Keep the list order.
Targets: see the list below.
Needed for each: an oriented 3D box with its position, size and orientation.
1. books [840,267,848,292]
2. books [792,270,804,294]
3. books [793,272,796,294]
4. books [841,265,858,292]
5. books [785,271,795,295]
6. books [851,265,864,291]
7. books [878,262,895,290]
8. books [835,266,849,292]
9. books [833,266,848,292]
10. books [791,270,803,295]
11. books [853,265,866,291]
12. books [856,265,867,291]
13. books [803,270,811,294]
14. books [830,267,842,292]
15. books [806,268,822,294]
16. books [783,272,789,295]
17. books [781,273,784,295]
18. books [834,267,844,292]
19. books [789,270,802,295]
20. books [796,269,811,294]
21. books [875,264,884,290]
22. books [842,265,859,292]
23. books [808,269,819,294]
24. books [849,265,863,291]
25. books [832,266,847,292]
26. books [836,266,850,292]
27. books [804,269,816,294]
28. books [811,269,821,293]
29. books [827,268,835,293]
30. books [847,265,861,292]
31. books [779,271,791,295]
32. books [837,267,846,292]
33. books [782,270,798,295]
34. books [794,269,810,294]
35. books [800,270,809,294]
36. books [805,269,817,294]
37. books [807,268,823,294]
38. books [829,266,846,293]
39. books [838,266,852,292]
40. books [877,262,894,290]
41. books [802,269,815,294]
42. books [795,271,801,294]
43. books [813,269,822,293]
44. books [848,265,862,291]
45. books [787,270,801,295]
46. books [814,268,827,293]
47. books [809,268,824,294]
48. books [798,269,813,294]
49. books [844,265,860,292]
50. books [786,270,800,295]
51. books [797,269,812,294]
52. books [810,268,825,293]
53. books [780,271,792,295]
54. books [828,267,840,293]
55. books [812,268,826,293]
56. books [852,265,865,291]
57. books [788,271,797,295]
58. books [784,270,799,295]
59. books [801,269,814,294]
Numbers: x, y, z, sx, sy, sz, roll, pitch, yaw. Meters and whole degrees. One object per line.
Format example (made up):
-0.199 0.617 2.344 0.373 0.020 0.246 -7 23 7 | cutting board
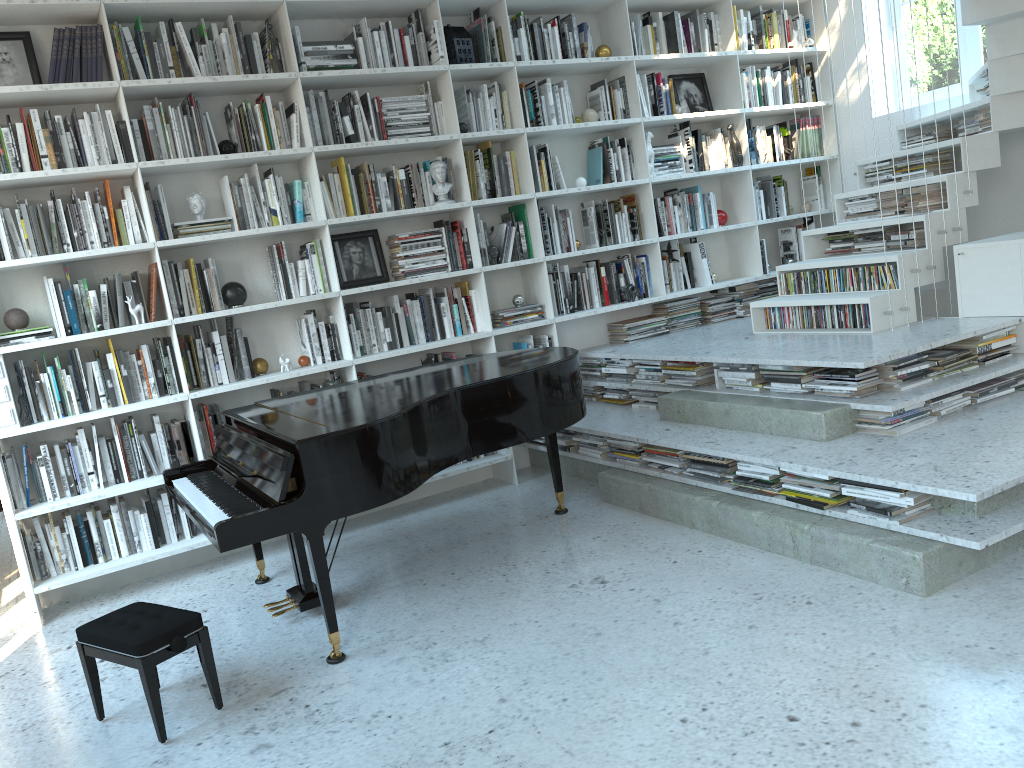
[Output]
1.833 -0.572 4.817 0.125 0.125 0.013 -14 10 -27 | books
1.668 -0.589 5.119 0.125 0.125 0.007 -14 10 -27 | books
1.672 -0.588 5.113 0.125 0.125 0.007 -14 10 -27 | books
1.837 -0.571 4.809 0.125 0.125 0.009 -14 10 -27 | books
1.643 -0.591 5.166 0.125 0.125 0.009 -14 10 -27 | books
1.867 -0.568 4.754 0.125 0.125 0.007 -14 10 -27 | books
1.951 -0.560 4.599 0.125 0.125 0.011 -14 10 -27 | books
1.817 -0.574 4.846 0.125 0.125 0.008 -14 10 -27 | books
1.810 -0.574 4.859 0.125 0.125 0.008 -14 10 -27 | books
1.664 -0.589 5.127 0.125 0.125 0.008 -14 10 -27 | books
1.876 -0.567 4.736 0.125 0.125 0.018 -14 10 -27 | books
1.883 -0.567 4.724 0.125 0.125 0.009 -14 10 -27 | books
1.709 -0.585 5.045 0.125 0.125 0.009 -14 10 -27 | books
1.801 -0.575 4.874 0.125 0.125 0.010 -14 10 -27 | books
1.720 -0.584 5.024 0.125 0.125 0.008 -14 10 -27 | books
1.636 -0.592 5.178 0.125 0.125 0.007 -14 10 -27 | books
1.629 -0.593 5.192 0.125 0.125 0.009 -14 10 -27 | books
1.813 -0.574 4.852 0.125 0.125 0.008 -14 10 -27 | books
1.659 -0.590 5.137 0.125 0.125 0.012 -14 10 -27 | books
1.683 -0.587 5.093 0.125 0.125 0.008 -14 10 -27 | books
1.942 -0.561 4.615 0.125 0.125 0.007 -14 10 -27 | books
1.842 -0.571 4.800 0.125 0.125 0.011 -14 10 -27 | books
1.727 -0.583 5.011 0.125 0.125 0.008 -14 10 -27 | books
1.863 -0.569 4.761 0.125 0.125 0.009 -14 10 -27 | books
1.806 -0.575 4.866 0.125 0.125 0.008 -14 10 -27 | books
1.820 -0.573 4.840 0.125 0.125 0.008 -14 10 -27 | books
1.713 -0.584 5.037 0.125 0.125 0.007 -14 10 -27 | books
1.739 -0.582 4.990 0.125 0.125 0.007 -14 10 -27 | books
1.790 -0.576 4.895 0.125 0.125 0.007 -14 10 -27 | books
1.852 -0.570 4.781 0.125 0.125 0.016 -14 10 -27 | books
1.621 -0.594 5.206 0.125 0.125 0.008 -14 10 -27 | books
1.824 -0.573 4.833 0.125 0.125 0.007 -14 10 -27 | books
1.633 -0.593 5.185 0.125 0.125 0.008 -14 10 -27 | books
1.675 -0.588 5.107 0.125 0.125 0.007 -14 10 -27 | books
1.697 -0.586 5.066 0.125 0.125 0.010 -14 10 -27 | books
1.717 -0.584 5.031 0.125 0.125 0.008 -14 10 -27 | books
1.724 -0.583 5.017 0.125 0.125 0.008 -14 10 -27 | books
1.798 -0.575 4.881 0.125 0.125 0.007 -14 10 -27 | books
1.827 -0.572 4.826 0.125 0.125 0.008 -14 10 -27 | books
1.946 -0.560 4.608 0.125 0.125 0.008 -14 10 -27 | books
1.705 -0.585 5.051 0.125 0.125 0.009 -14 10 -27 | books
1.679 -0.588 5.100 0.125 0.125 0.008 -14 10 -27 | books
1.746 -0.581 4.977 0.125 0.125 0.008 -14 10 -27 | books
1.859 -0.569 4.768 0.125 0.125 0.013 -14 10 -27 | books
1.650 -0.591 5.152 0.125 0.125 0.008 -14 10 -27 | books
1.749 -0.581 4.971 0.125 0.125 0.008 -14 10 -27 | books
1.731 -0.582 5.003 0.125 0.125 0.008 -14 10 -27 | books
1.692 -0.586 5.075 0.125 0.125 0.010 -14 10 -27 | books
1.847 -0.570 4.791 0.125 0.125 0.009 -14 10 -27 | books
1.647 -0.591 5.159 0.125 0.125 0.007 -14 10 -27 | books
1.687 -0.587 5.085 0.125 0.125 0.010 -14 10 -27 | books
1.735 -0.582 4.997 0.125 0.125 0.007 -14 10 -27 | books
1.625 -0.593 5.199 0.125 0.125 0.008 -14 10 -27 | books
1.794 -0.576 4.888 0.125 0.125 0.007 -14 10 -27 | books
1.742 -0.581 4.984 0.125 0.125 0.007 -14 10 -27 | books
1.872 -0.568 4.745 0.125 0.125 0.012 -14 10 -27 | books
1.655 -0.590 5.144 0.125 0.125 0.010 -14 10 -27 | books
1.640 -0.592 5.172 0.125 0.125 0.008 -14 10 -27 | books
1.701 -0.585 5.058 0.125 0.125 0.007 -14 10 -27 | books
